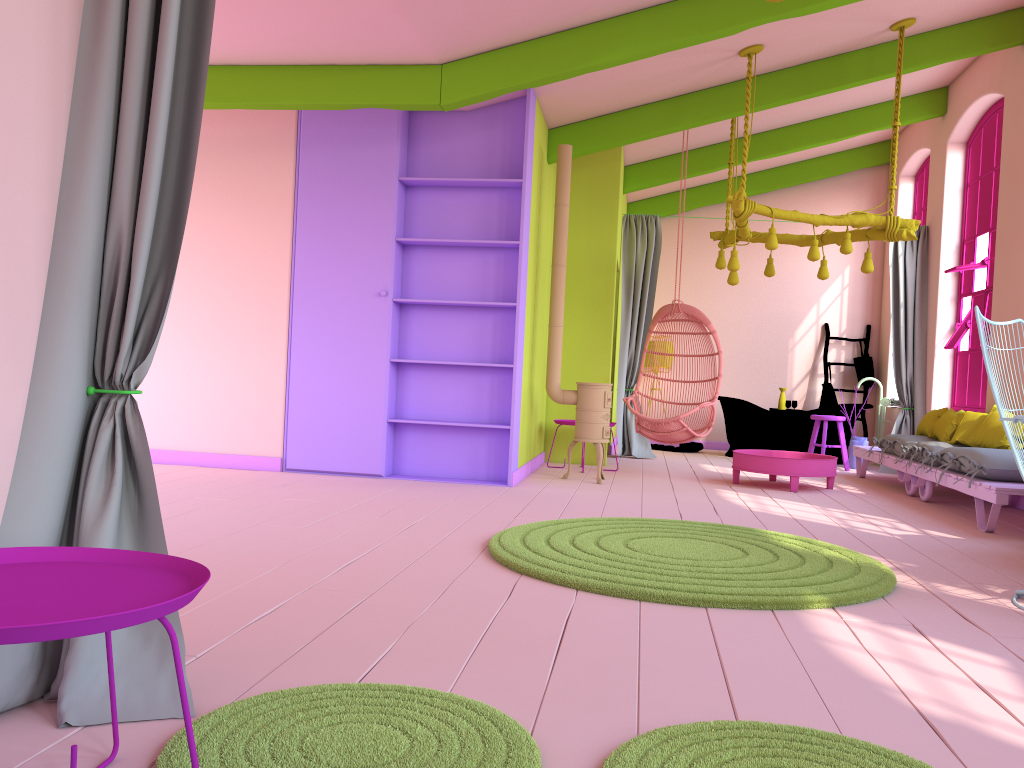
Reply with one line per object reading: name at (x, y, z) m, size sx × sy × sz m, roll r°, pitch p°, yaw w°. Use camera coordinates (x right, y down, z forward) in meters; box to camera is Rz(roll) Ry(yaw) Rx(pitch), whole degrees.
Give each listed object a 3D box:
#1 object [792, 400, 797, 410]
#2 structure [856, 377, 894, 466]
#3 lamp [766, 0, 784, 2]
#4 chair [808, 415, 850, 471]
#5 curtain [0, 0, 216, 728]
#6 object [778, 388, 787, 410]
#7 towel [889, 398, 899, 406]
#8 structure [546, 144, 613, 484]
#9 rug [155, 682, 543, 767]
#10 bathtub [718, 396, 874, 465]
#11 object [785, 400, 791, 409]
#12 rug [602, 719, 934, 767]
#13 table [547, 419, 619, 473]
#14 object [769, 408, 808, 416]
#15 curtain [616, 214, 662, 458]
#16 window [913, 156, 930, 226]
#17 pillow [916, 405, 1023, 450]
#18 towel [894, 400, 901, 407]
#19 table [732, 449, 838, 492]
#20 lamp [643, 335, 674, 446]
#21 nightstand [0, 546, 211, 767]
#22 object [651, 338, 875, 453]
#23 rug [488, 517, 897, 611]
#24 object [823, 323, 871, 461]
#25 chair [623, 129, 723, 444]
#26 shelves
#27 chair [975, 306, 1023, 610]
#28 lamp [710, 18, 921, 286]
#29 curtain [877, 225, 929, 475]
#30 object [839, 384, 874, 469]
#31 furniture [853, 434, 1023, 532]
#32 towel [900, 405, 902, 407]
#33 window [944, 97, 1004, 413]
object at (3.436, 0.287, 10.792) m, size 0.069 × 0.170 × 0.069 m, roll 3°, pitch 1°, yaw 28°
structure at (4.385, 0.453, 10.665) m, size 0.254 × 1.062 × 0.451 m, roll 2°, pitch 1°, yaw -38°
lamp at (0.833, -2.202, 2.347) m, size 1.611 × 2.265 × 1.775 m, roll 3°, pitch 1°, yaw -10°
chair at (3.428, 0.643, 9.712) m, size 0.473 × 0.593 × 0.446 m, roll 2°, pitch 1°, yaw -23°
curtain at (-0.975, -0.617, 2.226) m, size 0.518 × 2.786 × 0.525 m, roll 3°, pitch 1°, yaw -11°
object at (3.295, 0.207, 10.814) m, size 0.097 × 0.321 × 0.097 m, roll 3°, pitch 1°, yaw 20°
towel at (4.713, 0.225, 10.741) m, size 0.262 × 0.102 × 0.247 m, roll 3°, pitch 1°, yaw 9°
structure at (0.637, -0.591, 7.544) m, size 0.577 × 2.815 × 0.403 m, roll 3°, pitch 1°, yaw 26°
rug at (-0.342, 0.801, 1.932) m, size 0.792 × 0.021 × 0.792 m, roll 3°, pitch 1°, yaw 36°
bathtub at (3.393, 0.557, 10.834) m, size 1.889 × 0.740 × 0.826 m, roll 3°, pitch 1°, yaw 8°
object at (3.314, 0.282, 10.645) m, size 0.069 × 0.170 × 0.069 m, roll 3°, pitch 1°, yaw 28°
rug at (0.583, 0.848, 1.796) m, size 0.792 × 0.021 × 0.792 m, roll 3°, pitch 0°, yaw -9°
table at (0.679, 0.580, 8.401) m, size 0.596 × 0.458 × 0.596 m, roll 2°, pitch 1°, yaw -44°
object at (3.371, 0.344, 10.835) m, size 0.360 × 0.068 × 1.323 m, roll 3°, pitch 0°, yaw 8°
curtain at (1.407, -0.574, 10.059) m, size 0.518 × 2.786 × 0.525 m, roll 3°, pitch 1°, yaw -11°
window at (4.865, -1.218, 10.442) m, size 0.072 × 3.048 × 1.275 m, roll 3°, pitch 1°, yaw 8°
pillow at (3.822, 0.357, 7.367) m, size 0.578 × 0.399 × 1.997 m, roll 3°, pitch 0°, yaw 8°
towel at (4.674, 0.225, 10.476) m, size 0.247 × 0.102 × 0.262 m, roll 3°, pitch 1°, yaw -1°
table at (2.386, 0.758, 7.792) m, size 0.885 × 0.285 × 0.885 m, roll 3°, pitch 1°, yaw 34°
lamp at (1.860, 0.092, 11.691) m, size 0.491 × 1.467 × 0.476 m, roll 4°, pitch 1°, yaw 38°
nightstand at (-0.844, 0.561, 1.532) m, size 0.596 × 0.458 × 0.596 m, roll 2°, pitch 1°, yaw -44°
object at (2.668, 0.125, 7.922) m, size 2.826 × 1.580 × 7.864 m, roll 3°, pitch 0°, yaw 9°
rug at (0.838, 0.829, 4.328) m, size 1.889 × 0.050 × 1.888 m, roll 3°, pitch 0°, yaw -4°
object at (4.308, 0.094, 11.433) m, size 0.603 × 1.765 × 0.410 m, roll 3°, pitch 1°, yaw 8°
chair at (1.543, -1.002, 8.253) m, size 0.860 × 3.130 × 0.806 m, roll 3°, pitch 1°, yaw 28°
shelves at (-0.821, -0.791, 7.011) m, size 1.841 × 3.105 × 0.384 m, roll 3°, pitch 1°, yaw 8°
chair at (2.428, 0.322, 3.623) m, size 0.924 × 1.238 × 1.079 m, roll 4°, pitch 1°, yaw 43°
lamp at (2.372, -1.972, 7.724) m, size 1.611 × 2.265 × 1.775 m, roll 3°, pitch 1°, yaw -10°
curtain at (4.306, -0.371, 9.621) m, size 0.518 × 2.786 × 0.525 m, roll 3°, pitch 1°, yaw 28°
object at (3.884, 0.462, 9.988) m, size 0.277 × 0.987 × 0.451 m, roll 2°, pitch 1°, yaw -37°
furniture at (3.626, 0.712, 7.317) m, size 0.907 × 0.507 × 3.775 m, roll 3°, pitch 0°, yaw 8°
towel at (4.632, 0.225, 10.210) m, size 0.262 × 0.102 × 0.247 m, roll 3°, pitch 1°, yaw 4°
window at (4.585, -1.207, 8.554) m, size 0.551 × 3.010 × 1.513 m, roll 3°, pitch 1°, yaw 8°
